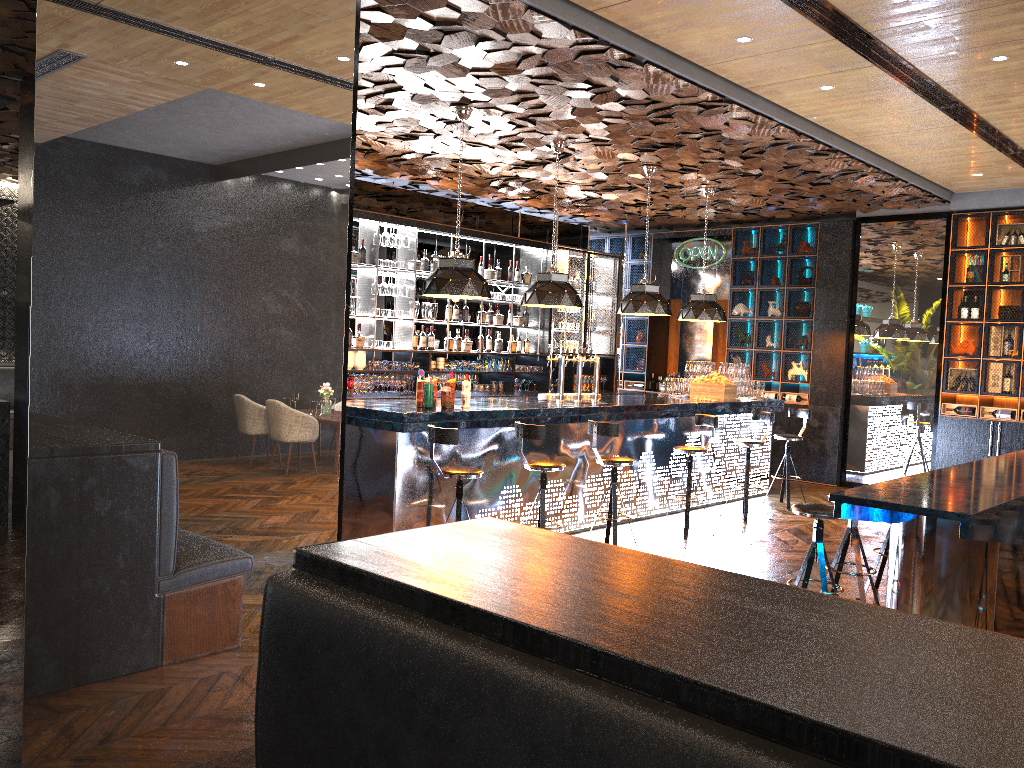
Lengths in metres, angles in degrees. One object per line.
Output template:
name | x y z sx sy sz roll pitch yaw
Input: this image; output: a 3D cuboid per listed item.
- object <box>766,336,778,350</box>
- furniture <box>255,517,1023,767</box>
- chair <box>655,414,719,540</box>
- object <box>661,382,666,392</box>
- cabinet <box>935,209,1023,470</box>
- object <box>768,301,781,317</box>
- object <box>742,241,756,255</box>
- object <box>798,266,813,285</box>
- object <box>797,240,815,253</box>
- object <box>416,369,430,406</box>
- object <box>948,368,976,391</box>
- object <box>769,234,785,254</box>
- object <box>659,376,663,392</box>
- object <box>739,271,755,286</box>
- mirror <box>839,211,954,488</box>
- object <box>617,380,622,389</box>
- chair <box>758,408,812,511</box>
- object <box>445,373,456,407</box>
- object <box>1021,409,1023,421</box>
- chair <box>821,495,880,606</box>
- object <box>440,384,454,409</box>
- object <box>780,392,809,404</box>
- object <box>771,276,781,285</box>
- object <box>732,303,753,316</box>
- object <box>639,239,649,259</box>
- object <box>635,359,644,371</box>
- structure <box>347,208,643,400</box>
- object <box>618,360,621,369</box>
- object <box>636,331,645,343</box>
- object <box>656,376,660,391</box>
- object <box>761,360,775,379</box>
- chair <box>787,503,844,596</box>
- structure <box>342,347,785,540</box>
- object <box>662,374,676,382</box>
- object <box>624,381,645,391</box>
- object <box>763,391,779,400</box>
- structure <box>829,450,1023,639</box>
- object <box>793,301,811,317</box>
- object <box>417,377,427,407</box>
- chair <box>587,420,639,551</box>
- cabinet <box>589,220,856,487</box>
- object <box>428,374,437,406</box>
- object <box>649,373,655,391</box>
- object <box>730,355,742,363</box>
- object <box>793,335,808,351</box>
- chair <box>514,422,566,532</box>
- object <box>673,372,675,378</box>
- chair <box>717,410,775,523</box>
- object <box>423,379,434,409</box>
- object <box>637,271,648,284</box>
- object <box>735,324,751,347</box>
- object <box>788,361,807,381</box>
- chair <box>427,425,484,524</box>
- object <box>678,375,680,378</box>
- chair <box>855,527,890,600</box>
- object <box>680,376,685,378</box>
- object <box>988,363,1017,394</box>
object | 3.676 -0.585 12.544 0.096 0.210 0.183 0 4 -44
furniture | 2.252 1.213 0.193 7.087 1.137 1.802 5 3 43
chair | 1.679 0.844 8.289 0.476 1.108 0.419 1 3 -32
object | 2.397 0.047 13.694 0.117 0.164 0.228 5 4 44
cabinet | 7.056 -0.180 9.539 4.416 3.514 0.691 5 3 43
object | 3.735 -1.038 12.499 0.253 0.249 0.126 3 3 13
object | 3.433 -1.933 12.743 0.253 0.249 0.126 3 3 13
object | 4.042 -1.470 12.183 0.249 0.290 0.114 5 3 43
object | 4.055 -1.864 12.169 0.278 0.222 0.138 5 3 43
object | -0.712 0.028 7.131 0.116 0.298 0.105 2 3 -16
object | 5.559 -0.042 10.870 0.361 0.297 0.152 4 3 34
object | 3.750 -1.946 12.465 0.289 0.332 0.152 4 3 35
object | 2.309 0.000 13.745 0.065 0.237 0.065 3 3 11
object | 3.384 -1.503 12.770 0.253 0.249 0.126 5 3 43
mirror | 4.871 -0.373 11.301 1.194 3.551 0.026 5 3 43
object | 1.662 -0.001 14.276 0.396 0.132 0.123 5 3 43
chair | 3.134 0.831 10.030 0.476 1.108 0.419 1 3 -37
object | -0.503 0.043 7.228 0.080 0.277 0.091 2 3 -15
object | 6.090 0.374 10.210 0.396 0.132 0.126 4 3 31
chair | 2.208 1.126 5.777 0.419 0.813 0.419 4 3 38
object | -0.519 0.096 7.008 0.110 0.191 0.131 1 3 -35
object | 3.901 0.191 12.179 0.396 0.132 0.123 5 4 44
object | 3.726 -1.437 12.506 0.105 0.168 0.210 5 3 42
object | 3.374 -1.053 12.785 0.403 0.221 0.192 3 3 12
object | 2.082 -2.100 13.954 0.198 0.358 0.116 5 3 43
object | 2.041 -0.293 14.042 0.107 0.209 0.233 1 3 -30
structure | -0.762 -0.601 10.827 1.143 3.553 6.750 5 3 43
object | 1.748 -0.341 14.384 0.126 0.249 0.253 3 3 18
object | 2.095 -0.728 14.066 0.278 0.222 0.138 2 3 -18
object | 2.290 -0.004 13.829 0.065 0.237 0.065 3 3 1
object | 3.616 -0.189 12.519 0.208 0.280 0.131 4 3 25
chair | 1.811 1.130 5.285 0.419 0.813 0.419 4 3 38
structure | 0.809 0.485 8.970 1.214 1.685 6.009 5 3 43
object | 2.468 -0.024 13.905 0.229 0.294 0.165 3 3 12
object | 1.970 0.026 13.983 0.396 0.132 0.122 5 3 43
object | 3.585 0.165 12.472 0.396 0.132 0.122 5 3 43
structure | 3.527 1.073 6.150 0.673 0.998 4.941 5 3 43
object | 4.012 -1.014 12.209 0.265 0.239 0.266 4 3 21
object | -0.712 0.059 7.013 0.084 0.246 0.078 5 3 41
chair | 0.809 0.854 7.199 0.419 1.108 0.476 5 3 43
cabinet | 2.941 -0.531 13.346 4.416 3.514 0.691 5 3 43
object | -0.646 0.048 7.243 0.091 0.254 0.080 5 4 45
object | 2.193 -0.027 13.844 0.080 0.279 0.080 3 3 1
object | 3.326 -0.253 12.830 0.175 0.351 0.369 0 3 -42
object | 3.980 -0.567 12.242 0.212 0.220 0.119 4 3 27
chair | 0.216 0.848 6.734 0.419 1.108 0.476 5 3 43
object | 2.495 -0.030 13.678 0.086 0.313 0.086 2 3 -4
chair | 2.470 0.838 9.215 0.476 1.108 0.419 1 3 -32
object | -0.644 0.073 6.875 0.086 0.237 0.084 1 3 -28
object | 2.081 -1.630 13.953 0.290 0.290 0.097 5 3 41
object | 3.353 -0.694 12.811 0.167 0.356 0.255 0 3 -42
object | 3.986 -0.173 12.237 0.164 0.303 0.341 0 3 -42
chair | -0.389 0.846 6.176 0.419 1.108 0.476 5 3 43
object | 2.565 -0.001 13.627 0.080 0.279 0.080 2 3 -9
chair | 2.736 1.126 6.292 0.419 0.813 0.419 4 3 38
object | 2.633 0.014 13.435 0.144 0.264 0.116 5 3 43
object | 5.858 -0.065 10.577 0.281 0.396 0.139 5 3 40
